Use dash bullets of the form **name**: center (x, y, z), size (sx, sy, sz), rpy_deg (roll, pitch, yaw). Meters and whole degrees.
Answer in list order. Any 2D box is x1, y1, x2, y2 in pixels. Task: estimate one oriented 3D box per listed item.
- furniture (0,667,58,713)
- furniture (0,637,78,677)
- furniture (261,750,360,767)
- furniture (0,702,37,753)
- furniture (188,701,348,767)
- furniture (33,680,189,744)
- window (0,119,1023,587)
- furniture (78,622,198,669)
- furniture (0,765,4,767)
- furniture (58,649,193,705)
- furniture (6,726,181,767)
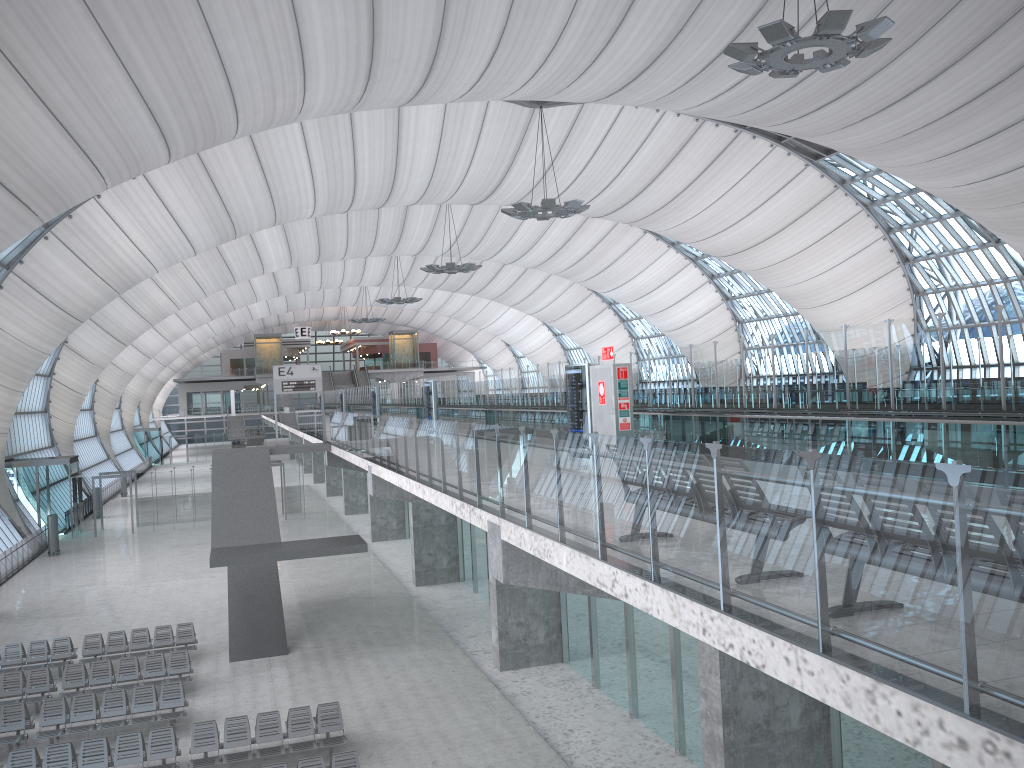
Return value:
- **furniture**: center (-11.281, 6.690, 18.949), size (2.705, 0.913, 1.572), rpy_deg (-3, 0, -17)
- **furniture**: center (-12.072, 6.743, 21.468), size (2.705, 0.913, 1.572), rpy_deg (-3, 0, -17)
- **furniture**: center (-3.635, 6.285, 13.579), size (2.705, 0.913, 1.572), rpy_deg (-3, 0, -17)
- **furniture**: center (-10.577, 6.643, 16.708), size (2.705, 0.913, 1.572), rpy_deg (-3, 0, -17)
- **furniture**: center (-4.354, 6.333, 15.869), size (2.705, 0.913, 1.572), rpy_deg (-3, 0, -17)
- **furniture**: center (-7.865, 6.515, 17.562), size (2.705, 0.913, 1.572), rpy_deg (-3, 0, -17)
- **window**: center (-9.323, -2.516, 75.057), size (50.537, 20.004, 167.818), rpy_deg (-3, 0, -17)
- **furniture**: center (-9.361, 6.615, 22.322), size (2.705, 0.913, 1.572), rpy_deg (-3, 0, -17)
- **furniture**: center (-9.776, 6.589, 14.160), size (2.705, 0.913, 1.572), rpy_deg (-3, 0, -17)
- **furniture**: center (-8.569, 6.562, 19.803), size (2.705, 0.913, 1.572), rpy_deg (-3, 0, -17)
- **furniture**: center (-7.065, 6.461, 15.015), size (2.705, 0.913, 1.572), rpy_deg (-3, 0, -17)
